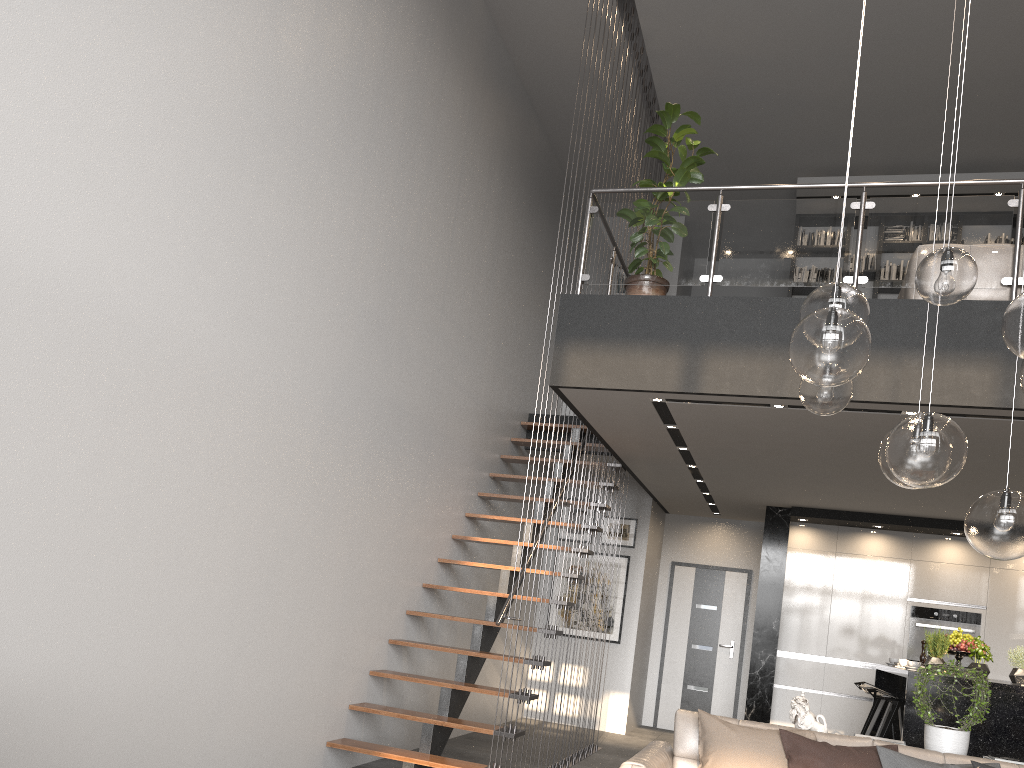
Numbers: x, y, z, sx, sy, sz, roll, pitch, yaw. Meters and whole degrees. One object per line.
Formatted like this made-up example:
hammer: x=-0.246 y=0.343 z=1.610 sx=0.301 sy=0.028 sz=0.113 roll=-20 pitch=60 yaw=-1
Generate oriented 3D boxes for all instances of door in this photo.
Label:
door: x=2.325 y=3.246 z=10.689 sx=0.970 sy=2.044 sz=0.173 roll=5 pitch=-6 yaw=18

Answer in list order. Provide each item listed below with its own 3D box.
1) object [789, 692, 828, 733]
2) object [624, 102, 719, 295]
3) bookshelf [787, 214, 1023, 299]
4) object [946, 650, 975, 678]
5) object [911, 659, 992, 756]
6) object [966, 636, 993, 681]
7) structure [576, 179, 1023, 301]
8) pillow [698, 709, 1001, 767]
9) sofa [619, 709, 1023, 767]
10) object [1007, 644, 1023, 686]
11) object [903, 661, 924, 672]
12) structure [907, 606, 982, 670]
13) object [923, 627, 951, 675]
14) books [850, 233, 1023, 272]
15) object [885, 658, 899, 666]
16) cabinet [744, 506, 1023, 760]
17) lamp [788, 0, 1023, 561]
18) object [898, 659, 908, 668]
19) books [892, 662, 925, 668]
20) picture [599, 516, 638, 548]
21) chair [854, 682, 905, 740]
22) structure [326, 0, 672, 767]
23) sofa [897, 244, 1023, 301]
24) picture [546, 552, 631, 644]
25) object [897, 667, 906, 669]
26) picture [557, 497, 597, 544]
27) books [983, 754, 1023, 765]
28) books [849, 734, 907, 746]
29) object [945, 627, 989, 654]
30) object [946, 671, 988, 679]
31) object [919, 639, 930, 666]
object: x=1.625 y=1.833 z=4.781 sx=0.207 sy=0.284 sz=0.139 roll=1 pitch=-9 yaw=37
object: x=1.013 y=-1.155 z=5.838 sx=0.772 sy=1.442 sz=0.539 roll=2 pitch=-9 yaw=39
bookshelf: x=4.577 y=-0.462 z=8.824 sx=3.507 sy=2.470 sz=0.253 roll=4 pitch=-6 yaw=18
object: x=3.331 y=2.089 z=6.531 sx=0.370 sy=0.184 sz=0.373 roll=11 pitch=-13 yaw=-17
object: x=2.289 y=1.726 z=4.592 sx=0.385 sy=0.565 sz=0.219 roll=8 pitch=-6 yaw=-1
object: x=3.291 y=1.929 z=6.165 sx=0.178 sy=0.306 sz=0.176 roll=3 pitch=-9 yaw=29
structure: x=2.926 y=-0.351 z=6.593 sx=4.205 sy=0.725 sz=3.474 roll=3 pitch=-14 yaw=18
pillow: x=1.787 y=1.912 z=4.020 sx=1.933 sy=0.490 sz=0.557 roll=3 pitch=-11 yaw=17
sofa: x=1.979 y=1.970 z=3.431 sx=3.231 sy=0.802 sz=1.930 roll=3 pitch=-14 yaw=18
object: x=3.562 y=1.963 z=6.102 sx=0.220 sy=0.279 sz=0.216 roll=2 pitch=-10 yaw=31
object: x=3.055 y=2.144 z=6.650 sx=0.156 sy=0.069 sz=0.158 roll=10 pitch=-13 yaw=-13
structure: x=4.496 y=2.701 z=9.220 sx=0.652 sy=0.620 sz=0.669 roll=4 pitch=-11 yaw=18
object: x=3.053 y=1.895 z=6.267 sx=0.188 sy=0.362 sz=0.198 roll=11 pitch=-8 yaw=-26
books: x=4.580 y=-0.507 z=8.819 sx=3.425 sy=2.288 sz=0.217 roll=4 pitch=-6 yaw=18
object: x=3.414 y=2.484 z=7.808 sx=0.156 sy=0.069 sz=0.158 roll=10 pitch=-13 yaw=-13
cabinet: x=3.789 y=1.939 z=7.213 sx=3.606 sy=3.176 sz=6.381 roll=4 pitch=-13 yaw=18
lamp: x=1.590 y=-1.925 z=2.972 sx=1.226 sy=4.905 sz=1.257 roll=6 pitch=-6 yaw=15
object: x=3.224 y=2.303 z=7.205 sx=0.085 sy=0.069 sz=0.078 roll=12 pitch=-11 yaw=-22
books: x=3.439 y=2.423 z=7.492 sx=0.321 sy=0.037 sz=0.177 roll=3 pitch=-14 yaw=17
picture: x=1.211 y=1.681 z=9.949 sx=0.408 sy=0.328 sz=0.025 roll=4 pitch=-6 yaw=18
chair: x=3.036 y=2.860 z=7.179 sx=0.432 sy=0.721 sz=1.778 roll=5 pitch=-13 yaw=19
structure: x=0.242 y=0.189 z=7.424 sx=1.173 sy=5.936 sz=3.686 roll=6 pitch=-8 yaw=19
sofa: x=3.737 y=-0.459 z=5.813 sx=2.268 sy=0.766 sz=2.353 roll=3 pitch=-14 yaw=18
picture: x=0.861 y=2.403 z=9.959 sx=0.868 sy=0.975 sz=0.025 roll=4 pitch=-6 yaw=18
object: x=3.246 y=2.319 z=7.121 sx=0.227 sy=0.003 sz=0.235 roll=3 pitch=-15 yaw=18
picture: x=0.749 y=1.575 z=10.109 sx=0.408 sy=0.496 sz=0.025 roll=5 pitch=-6 yaw=18
books: x=2.585 y=1.973 z=4.479 sx=0.324 sy=0.097 sz=0.210 roll=3 pitch=-13 yaw=18
books: x=1.966 y=1.949 z=4.682 sx=0.347 sy=0.098 sz=0.199 roll=3 pitch=-13 yaw=18
object: x=3.362 y=1.932 z=6.552 sx=0.346 sy=0.211 sz=0.328 roll=4 pitch=-12 yaw=16
object: x=4.019 y=2.575 z=7.776 sx=0.289 sy=0.030 sz=0.412 roll=3 pitch=-15 yaw=18
object: x=3.781 y=2.443 z=7.883 sx=0.150 sy=0.278 sz=0.204 roll=7 pitch=-8 yaw=2
